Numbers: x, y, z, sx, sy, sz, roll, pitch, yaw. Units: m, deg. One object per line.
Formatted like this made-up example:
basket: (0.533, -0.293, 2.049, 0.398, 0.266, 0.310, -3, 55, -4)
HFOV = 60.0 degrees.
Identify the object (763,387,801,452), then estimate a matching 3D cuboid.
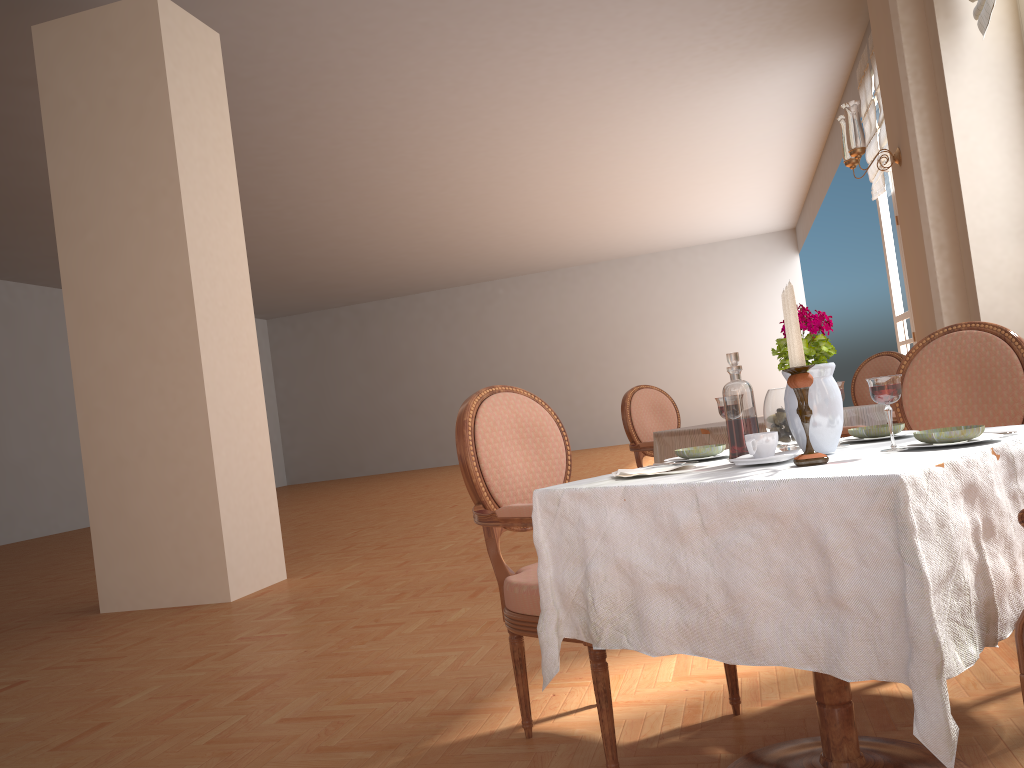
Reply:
object: (0.582, 0.076, 1.876, 0.093, 0.138, 0.093, -9, -3, 42)

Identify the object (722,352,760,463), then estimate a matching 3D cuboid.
object: (0.465, 0.046, 1.812, 0.074, 0.222, 0.074, -7, -2, -7)

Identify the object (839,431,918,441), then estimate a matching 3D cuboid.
object: (0.806, 0.116, 1.956, 0.171, 0.005, 0.171, -10, -3, 45)

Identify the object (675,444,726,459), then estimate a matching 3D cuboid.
object: (0.436, 0.159, 2.051, 0.117, 0.024, 0.117, -9, -3, 24)

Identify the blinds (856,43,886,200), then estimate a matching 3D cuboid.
blinds: (3.202, -2.289, 7.939, 0.038, 1.292, 0.689, -8, -2, 14)

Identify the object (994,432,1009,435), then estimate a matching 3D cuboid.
object: (0.862, 0.097, 1.659, 0.013, 0.004, 0.127, -6, -3, -39)

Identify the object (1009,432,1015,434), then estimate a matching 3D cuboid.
object: (0.880, 0.097, 1.670, 0.016, 0.002, 0.125, -6, -3, -39)

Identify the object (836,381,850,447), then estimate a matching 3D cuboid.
object: (0.677, 0.065, 1.866, 0.062, 0.135, 0.062, -6, -3, -45)

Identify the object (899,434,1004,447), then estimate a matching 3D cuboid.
object: (0.789, 0.104, 1.595, 0.171, 0.005, 0.171, -6, -3, -26)

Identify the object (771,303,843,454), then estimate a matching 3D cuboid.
object: (0.584, -0.013, 1.754, 0.124, 0.302, 0.143, -8, -2, 13)

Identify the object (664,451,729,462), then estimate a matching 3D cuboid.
object: (0.437, 0.169, 2.051, 0.171, 0.005, 0.171, -6, -3, -39)

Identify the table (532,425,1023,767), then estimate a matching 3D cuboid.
table: (0.624, 0.480, 1.797, 0.836, 0.680, 0.830, -6, -3, -42)

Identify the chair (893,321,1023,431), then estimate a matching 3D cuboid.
chair: (1.120, 0.309, 2.275, 0.592, 0.931, 0.521, -6, -3, -43)

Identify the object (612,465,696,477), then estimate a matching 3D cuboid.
object: (0.256, 0.179, 1.807, 0.094, 0.012, 0.234, -6, -3, -38)

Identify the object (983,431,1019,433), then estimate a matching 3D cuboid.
object: (0.899, 0.093, 1.687, 0.027, 0.006, 0.126, -6, -3, -40)

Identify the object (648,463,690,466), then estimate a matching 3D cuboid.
object: (0.350, 0.179, 1.972, 0.016, 0.002, 0.125, -5, -3, -42)

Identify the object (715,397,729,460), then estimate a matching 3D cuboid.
object: (0.475, 0.093, 1.900, 0.062, 0.135, 0.062, -6, -3, -45)

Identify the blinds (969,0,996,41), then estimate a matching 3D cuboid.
blinds: (1.993, -2.260, 3.752, 0.072, 1.376, 0.843, -8, -2, 15)

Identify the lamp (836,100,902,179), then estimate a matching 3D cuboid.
lamp: (1.923, -1.317, 4.775, 0.274, 0.362, 0.320, -8, -2, 14)

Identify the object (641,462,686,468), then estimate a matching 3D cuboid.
object: (0.332, 0.179, 1.953, 0.027, 0.006, 0.126, -5, -3, -43)

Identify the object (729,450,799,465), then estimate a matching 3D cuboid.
object: (0.486, 0.143, 1.709, 0.119, 0.016, 0.119, -9, -3, 34)

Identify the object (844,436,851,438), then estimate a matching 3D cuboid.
object: (0.743, 0.128, 2.030, 0.127, 0.004, 0.013, -6, -3, -39)

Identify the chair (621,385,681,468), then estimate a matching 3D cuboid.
chair: (0.927, 0.440, 4.830, 0.520, 0.931, 0.593, -6, -2, -31)

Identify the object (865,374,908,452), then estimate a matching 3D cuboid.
object: (0.682, 0.053, 1.605, 0.062, 0.135, 0.062, -6, -3, -45)

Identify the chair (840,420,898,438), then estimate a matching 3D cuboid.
chair: (1.620, 0.299, 3.642, 0.520, 0.931, 0.593, -6, -2, -31)

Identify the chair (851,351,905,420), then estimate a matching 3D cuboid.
chair: (1.837, 0.310, 4.607, 0.592, 0.931, 0.521, -6, -2, -31)

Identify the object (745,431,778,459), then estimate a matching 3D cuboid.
object: (0.476, 0.121, 1.707, 0.078, 0.049, 0.062, -7, -2, -14)

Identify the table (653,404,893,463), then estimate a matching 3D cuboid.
table: (1.265, 0.498, 4.236, 0.830, 0.677, 0.830, -6, -2, -31)

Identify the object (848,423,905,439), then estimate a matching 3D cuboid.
object: (0.804, 0.106, 1.956, 0.117, 0.024, 0.117, -7, -2, -7)

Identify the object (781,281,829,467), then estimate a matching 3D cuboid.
object: (0.511, -0.018, 1.581, 0.059, 0.325, 0.177, -8, -2, 13)

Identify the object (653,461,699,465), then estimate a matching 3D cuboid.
object: (0.367, 0.176, 1.983, 0.013, 0.004, 0.127, -6, -3, -42)

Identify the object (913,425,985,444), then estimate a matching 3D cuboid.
object: (0.787, 0.093, 1.596, 0.117, 0.024, 0.117, -6, -3, -35)

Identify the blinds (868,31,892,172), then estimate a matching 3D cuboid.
blinds: (2.991, -2.321, 7.179, 0.085, 1.235, 0.699, -8, -2, 14)

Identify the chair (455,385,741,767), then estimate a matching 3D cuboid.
chair: (0.183, 0.434, 2.313, 0.520, 0.931, 0.593, -6, -3, -43)

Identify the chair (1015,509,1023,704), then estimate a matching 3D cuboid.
chair: (1.094, 0.271, 1.287, 0.520, 0.931, 0.593, -6, -3, -43)
